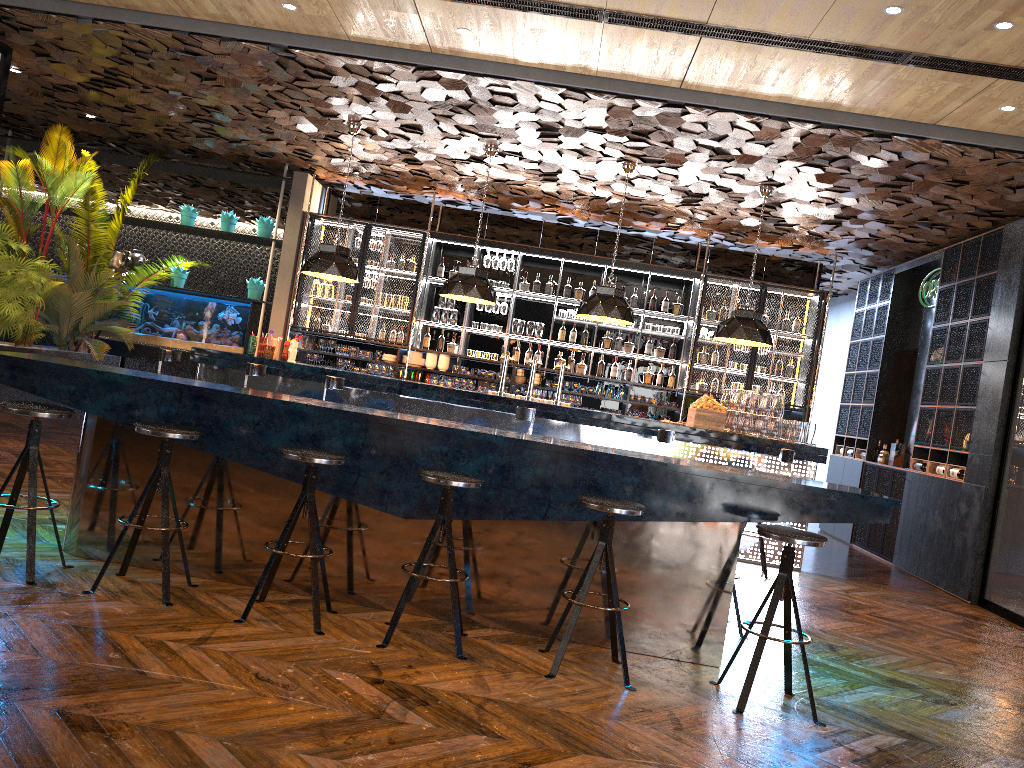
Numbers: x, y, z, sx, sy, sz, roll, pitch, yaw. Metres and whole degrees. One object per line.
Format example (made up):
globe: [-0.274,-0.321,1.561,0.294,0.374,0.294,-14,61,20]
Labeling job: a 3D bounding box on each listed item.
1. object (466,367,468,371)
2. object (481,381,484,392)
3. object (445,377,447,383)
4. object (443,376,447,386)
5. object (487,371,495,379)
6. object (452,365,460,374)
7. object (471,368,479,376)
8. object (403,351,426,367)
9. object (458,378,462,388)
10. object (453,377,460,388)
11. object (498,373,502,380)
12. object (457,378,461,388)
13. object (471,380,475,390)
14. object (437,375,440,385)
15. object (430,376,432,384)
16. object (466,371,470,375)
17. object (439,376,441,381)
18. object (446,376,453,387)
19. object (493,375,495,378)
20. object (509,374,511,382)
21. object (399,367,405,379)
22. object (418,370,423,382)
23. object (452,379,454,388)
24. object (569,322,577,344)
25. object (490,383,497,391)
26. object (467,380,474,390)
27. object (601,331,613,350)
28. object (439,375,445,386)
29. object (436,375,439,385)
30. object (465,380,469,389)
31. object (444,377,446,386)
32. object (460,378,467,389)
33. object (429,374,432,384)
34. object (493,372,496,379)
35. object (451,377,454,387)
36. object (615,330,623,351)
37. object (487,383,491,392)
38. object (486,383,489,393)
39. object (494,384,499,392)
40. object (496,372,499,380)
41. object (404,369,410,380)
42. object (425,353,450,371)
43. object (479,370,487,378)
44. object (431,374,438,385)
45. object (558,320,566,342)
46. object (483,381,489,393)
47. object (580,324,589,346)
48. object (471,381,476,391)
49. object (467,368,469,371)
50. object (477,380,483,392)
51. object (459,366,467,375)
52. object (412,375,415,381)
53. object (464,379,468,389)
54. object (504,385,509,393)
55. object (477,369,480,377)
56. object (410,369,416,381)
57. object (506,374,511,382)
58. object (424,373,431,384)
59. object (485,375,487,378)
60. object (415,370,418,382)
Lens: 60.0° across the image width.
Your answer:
object: [-0.627,-0.173,11.507,0.089,0.100,0.100,9,0,45]
object: [-0.415,0.069,11.430,0.071,0.226,0.071,9,0,-26]
object: [-0.884,0.002,11.609,0.082,0.213,0.082,9,0,2]
object: [-0.894,0.000,11.429,0.082,0.213,0.082,9,0,-18]
object: [-0.274,-0.118,11.323,0.093,0.099,0.093,9,0,22]
object: [-0.716,-0.188,11.334,0.100,0.100,0.089,9,0,7]
object: [-0.477,-0.150,11.383,0.109,0.100,0.109,9,0,-14]
object: [-1.266,-0.324,11.475,0.306,0.195,0.300,9,0,4]
object: [-0.702,0.029,11.598,0.084,0.216,0.084,9,0,41]
object: [-0.716,0.025,11.329,0.084,0.216,0.084,9,0,-9]
object: [-0.135,-0.094,11.306,0.095,0.096,0.095,9,0,-23]
object: [-0.705,0.028,11.462,0.084,0.216,0.084,9,0,15]
object: [-0.530,0.056,11.456,0.084,0.216,0.084,9,0,45]
object: [-0.982,-0.014,11.524,0.082,0.213,0.082,9,0,23]
object: [-1.078,-0.029,11.528,0.082,0.213,0.082,9,0,-38]
object: [-0.564,-0.138,11.352,0.044,0.048,0.049,9,0,-45]
object: [-0.983,-0.014,11.611,0.082,0.213,0.082,9,0,33]
object: [-0.809,0.013,11.335,0.082,0.213,0.082,9,0,33]
object: [-0.273,-0.117,11.427,0.093,0.099,0.093,9,0,-26]
object: [-0.052,-0.080,11.481,0.095,0.096,0.095,9,0,43]
object: [-1.432,-0.095,11.375,0.073,0.229,0.073,9,0,-9]
object: [-1.191,-0.057,11.380,0.073,0.229,0.073,9,0,-9]
object: [-0.794,0.016,11.515,0.082,0.213,0.082,9,0,-9]
object: [0.799,-0.656,11.514,0.086,0.298,0.086,9,0,-39]
object: [-0.248,0.100,11.329,0.092,0.218,0.092,9,0,-37]
object: [-0.534,0.055,11.319,0.084,0.216,0.084,9,0,-45]
object: [1.228,-0.560,11.462,0.151,0.248,0.094,9,0,-8]
object: [-0.900,-0.002,11.342,0.082,0.213,0.082,9,0,36]
object: [-0.994,-0.016,11.433,0.082,0.213,0.082,9,0,-21]
object: [-0.612,0.044,11.588,0.084,0.216,0.084,9,0,2]
object: [-0.890,0.001,11.520,0.082,0.213,0.082,9,0,35]
object: [-0.624,0.040,11.323,0.084,0.216,0.084,9,0,18]
object: [-1.084,-0.031,11.441,0.082,0.213,0.082,9,0,-5]
object: [-0.263,-0.115,11.528,0.093,0.099,0.093,9,0,-10]
object: [-0.798,0.015,11.426,0.082,0.213,0.082,9,0,-16]
object: [1.383,-0.554,11.456,0.083,0.282,0.083,9,0,3]
object: [-0.323,0.089,11.466,0.092,0.218,0.092,9,0,-37]
object: [-0.343,0.081,11.383,0.071,0.226,0.071,9,0,-26]
object: [-0.227,0.104,11.436,0.092,0.218,0.092,9,0,-37]
object: [-0.156,-0.097,11.412,0.095,0.096,0.095,9,0,3]
object: [-1.369,-0.085,11.443,0.073,0.229,0.073,9,0,-9]
object: [-0.960,-0.286,11.428,0.309,0.216,0.149,9,0,0]
object: [-0.371,-0.134,11.374,0.093,0.099,0.093,9,0,19]
object: [-1.003,-0.018,11.347,0.082,0.213,0.082,9,0,32]
object: [0.654,-0.678,11.495,0.086,0.299,0.086,9,0,-39]
object: [-0.346,0.080,11.302,0.071,0.226,0.071,9,0,-26]
object: [0.948,-0.632,11.479,0.086,0.297,0.086,9,0,-39]
object: [-0.522,0.058,11.590,0.084,0.216,0.084,9,0,25]
object: [-0.618,-0.171,11.608,0.089,0.100,0.100,9,0,-4]
object: [-0.416,0.069,11.345,0.071,0.226,0.071,9,0,-26]
object: [-0.633,-0.175,11.386,0.089,0.100,0.100,9,0,39]
object: [-1.291,-0.072,11.523,0.073,0.229,0.073,9,0,-9]
object: [-0.615,0.043,11.454,0.084,0.216,0.084,9,0,-5]
object: [-0.083,0.127,11.337,0.071,0.217,0.071,9,0,11]
object: [-0.470,-0.148,11.541,0.109,0.100,0.109,9,0,-14]
object: [-1.287,-0.072,11.389,0.073,0.229,0.073,9,0,-9]
object: [-0.062,-0.082,11.375,0.095,0.096,0.095,9,0,27]
object: [-1.091,-0.032,11.351,0.082,0.213,0.082,9,0,32]
object: [-0.366,-0.132,11.482,0.093,0.099,0.093,9,0,-10]
object: [-1.239,-0.064,11.455,0.073,0.229,0.073,9,0,-9]
